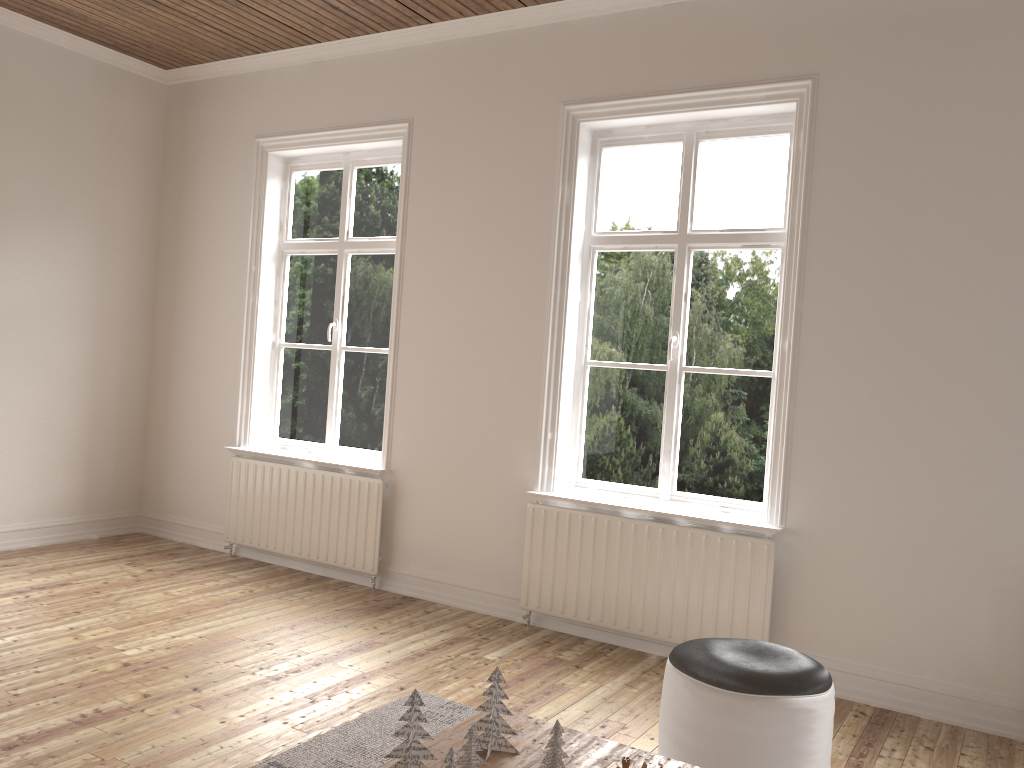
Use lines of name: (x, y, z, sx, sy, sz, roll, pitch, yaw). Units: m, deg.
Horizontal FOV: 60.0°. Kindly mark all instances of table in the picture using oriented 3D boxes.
table: (0.240, 1.098, 1.893, 1.189, 0.300, 0.821, 4, 1, 31)

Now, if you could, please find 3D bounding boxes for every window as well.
window: (-1.065, -0.471, 5.383, 1.055, 1.872, 0.120, 4, 1, 31)
window: (0.792, -0.328, 4.272, 1.055, 1.872, 0.120, 4, 1, 31)

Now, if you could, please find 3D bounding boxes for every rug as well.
rug: (0.121, 1.240, 1.822, 2.474, 0.003, 2.254, 4, 1, 31)

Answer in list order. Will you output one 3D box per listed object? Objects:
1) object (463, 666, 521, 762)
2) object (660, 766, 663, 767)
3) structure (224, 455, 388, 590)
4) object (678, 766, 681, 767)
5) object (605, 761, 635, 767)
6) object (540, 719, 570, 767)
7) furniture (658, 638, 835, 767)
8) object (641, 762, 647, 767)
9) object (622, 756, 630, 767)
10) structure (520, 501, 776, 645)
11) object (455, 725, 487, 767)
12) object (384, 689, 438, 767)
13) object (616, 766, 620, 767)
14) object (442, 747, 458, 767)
object: (-0.044, 0.817, 2.235, 0.109, 0.213, 0.108, 3, 1, -35)
object: (0.341, 0.896, 2.027, 0.022, 0.047, 0.022, 4, 1, -27)
structure: (-1.240, 0.893, 5.203, 1.223, 0.829, 0.085, 4, 1, 30)
object: (0.378, 0.893, 2.005, 0.025, 0.058, 0.025, 4, 1, -14)
object: (0.317, 0.939, 1.862, 0.429, 0.036, 0.429, 4, 1, 31)
object: (0.101, 0.864, 2.106, 0.077, 0.141, 0.082, 4, 1, 12)
furniture: (0.728, 1.054, 2.773, 0.518, 0.430, 0.518, 3, 1, -38)
object: (0.303, 0.895, 2.050, 0.026, 0.044, 0.026, 4, 1, -14)
object: (0.265, 0.894, 2.072, 0.019, 0.040, 0.019, 4, 1, 27)
structure: (0.585, 1.033, 4.111, 1.223, 0.829, 0.095, 4, 1, 31)
object: (-0.097, 0.856, 2.060, 0.072, 0.132, 0.076, 4, 1, 31)
object: (-0.230, 0.809, 2.054, 0.107, 0.208, 0.106, 3, 1, -43)
object: (0.243, 0.895, 2.032, 0.017, 0.037, 0.017, 3, 1, -40)
object: (-0.132, 0.839, 1.850, 0.085, 0.166, 0.085, 4, 1, 16)
